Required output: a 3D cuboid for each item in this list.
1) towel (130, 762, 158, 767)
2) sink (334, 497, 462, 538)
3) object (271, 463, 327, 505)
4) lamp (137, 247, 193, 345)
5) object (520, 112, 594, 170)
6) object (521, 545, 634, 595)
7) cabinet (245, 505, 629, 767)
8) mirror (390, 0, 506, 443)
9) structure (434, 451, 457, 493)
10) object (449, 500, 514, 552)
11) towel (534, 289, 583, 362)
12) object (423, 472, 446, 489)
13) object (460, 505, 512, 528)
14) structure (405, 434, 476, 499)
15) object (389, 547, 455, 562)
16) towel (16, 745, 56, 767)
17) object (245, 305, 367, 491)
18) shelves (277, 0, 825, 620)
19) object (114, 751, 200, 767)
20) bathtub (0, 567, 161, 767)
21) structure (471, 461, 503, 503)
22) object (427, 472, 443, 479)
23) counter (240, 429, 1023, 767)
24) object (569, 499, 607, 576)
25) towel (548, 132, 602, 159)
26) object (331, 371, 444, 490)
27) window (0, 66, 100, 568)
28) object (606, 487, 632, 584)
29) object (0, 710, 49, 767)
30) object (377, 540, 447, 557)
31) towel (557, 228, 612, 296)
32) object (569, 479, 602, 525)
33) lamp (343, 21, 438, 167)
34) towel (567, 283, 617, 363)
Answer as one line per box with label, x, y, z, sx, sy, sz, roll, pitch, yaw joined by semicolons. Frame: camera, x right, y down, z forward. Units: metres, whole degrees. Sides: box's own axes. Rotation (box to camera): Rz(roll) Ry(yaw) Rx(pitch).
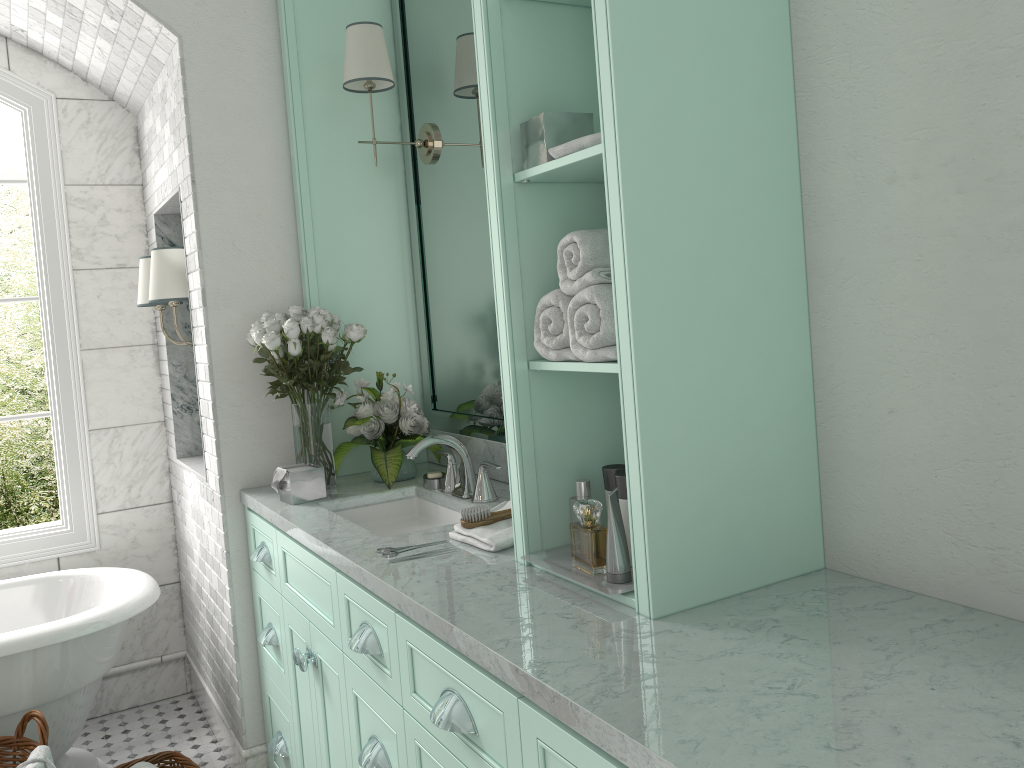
towel;-1.144;1.359;2.915;0.312;0.185;0.165;-2;4;31
sink;-0.326;0.444;2.678;0.347;0.079;0.602;-7;5;-29
object;-0.709;0.326;2.919;0.147;0.112;0.136;-7;5;-33
lamp;-1.352;-0.349;3.635;0.309;0.383;0.548;-6;4;-29
object;0.099;-0.520;1.913;0.122;0.105;0.118;-6;4;-23
object;0.289;0.367;1.905;0.439;0.008;0.350;-7;5;-29
cabinet;0.096;0.974;2.167;0.864;1.096;2.799;-6;5;-29
mirror;-0.058;-0.765;2.805;0.015;1.929;1.436;-6;3;-29
structure;-0.220;0.285;2.907;0.157;0.121;0.083;-1;5;45
object;-0.028;0.362;2.274;0.240;0.056;0.317;-7;6;-33
towel;0.206;-0.139;1.940;0.311;0.162;0.153;-7;4;-29
object;-0.259;0.324;2.985;0.080;0.035;0.134;-5;5;-11
object;-0.024;0.331;2.294;0.228;0.044;0.068;-6;4;-20
structure;-0.208;0.256;2.734;0.235;0.204;0.103;-8;4;-40
object;-0.213;0.407;2.117;0.167;0.005;0.020;-7;5;-25
towel;-1.576;1.354;2.585;0.460;0.468;0.383;-4;3;10
object;-0.702;0.049;3.082;0.392;0.652;0.356;-5;3;-18
shelves;0.084;-0.681;2.158;0.466;2.119;2.810;-6;4;-29
object;-1.149;1.436;2.864;0.346;0.260;0.550;-8;5;-38
bathtub;-2.338;1.261;3.061;2.169;0.756;0.942;-7;5;-29
structure;-0.061;0.293;2.664;0.157;0.121;0.083;-1;5;45
object;-0.259;0.305;2.965;0.051;0.022;0.077;-5;5;-8
counter;0.064;0.341;2.152;0.825;0.181;2.808;-7;5;-29
object;0.162;0.312;1.838;0.063;0.147;0.093;-6;3;-24
towel;0.267;-0.488;1.784;0.317;0.056;0.239;-7;6;-33
object;-0.434;0.146;3.156;0.395;0.402;0.452;-6;4;-27
window;-2.796;-0.300;3.606;1.834;2.319;0.118;-6;3;-29
object;0.206;0.300;1.751;0.050;0.179;0.049;-6;3;-27
object;-1.635;1.342;2.592;0.518;0.569;0.520;-4;3;3
object;-0.255;0.404;2.206;0.176;0.007;0.075;-8;6;-37
towel;0.247;-0.262;1.873;0.299;0.142;0.168;-7;4;-29
object;0.160;0.293;1.925;0.035;0.169;0.093;-6;3;-29
lamp;-0.447;-1.018;3.157;0.309;0.487;0.183;-6;3;-30
towel;0.272;-0.133;1.817;0.305;0.159;0.160;-7;4;-29
